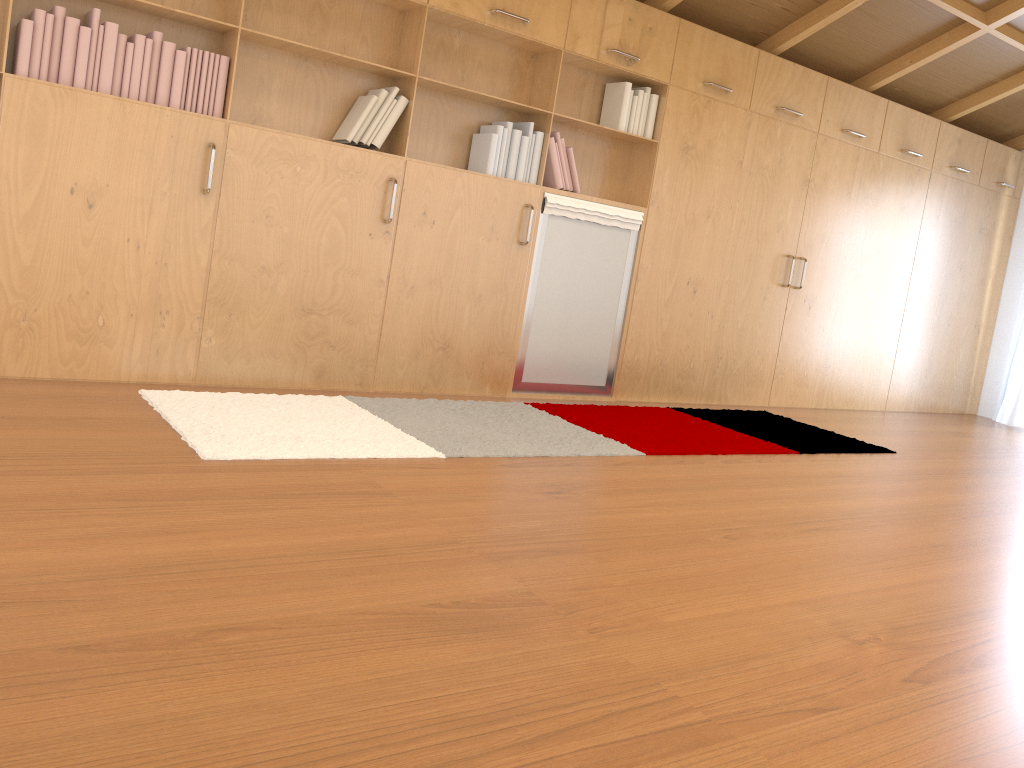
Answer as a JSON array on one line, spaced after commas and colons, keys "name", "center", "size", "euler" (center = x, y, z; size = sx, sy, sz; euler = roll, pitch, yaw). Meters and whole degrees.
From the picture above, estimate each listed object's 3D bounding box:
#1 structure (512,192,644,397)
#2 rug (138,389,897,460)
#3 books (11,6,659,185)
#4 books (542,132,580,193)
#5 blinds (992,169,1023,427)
[{"name": "structure", "center": [0.297, -0.485, 4.900], "size": [0.723, 1.072, 0.319], "euler": [5, 6, -35]}, {"name": "rug", "center": [0.324, 0.204, 4.123], "size": [3.708, 0.011, 0.927], "euler": [3, 11, -35]}, {"name": "books", "center": [-0.523, -1.395, 4.128], "size": [3.098, 0.654, 0.191], "euler": [3, 8, -35]}, {"name": "books", "center": [0.236, -1.181, 4.705], "size": [0.278, 0.295, 0.177], "euler": [4, 7, -35]}, {"name": "blinds", "center": [4.777, -0.425, 6.017], "size": [0.232, 2.022, 2.880], "euler": [6, 8, -36]}]
